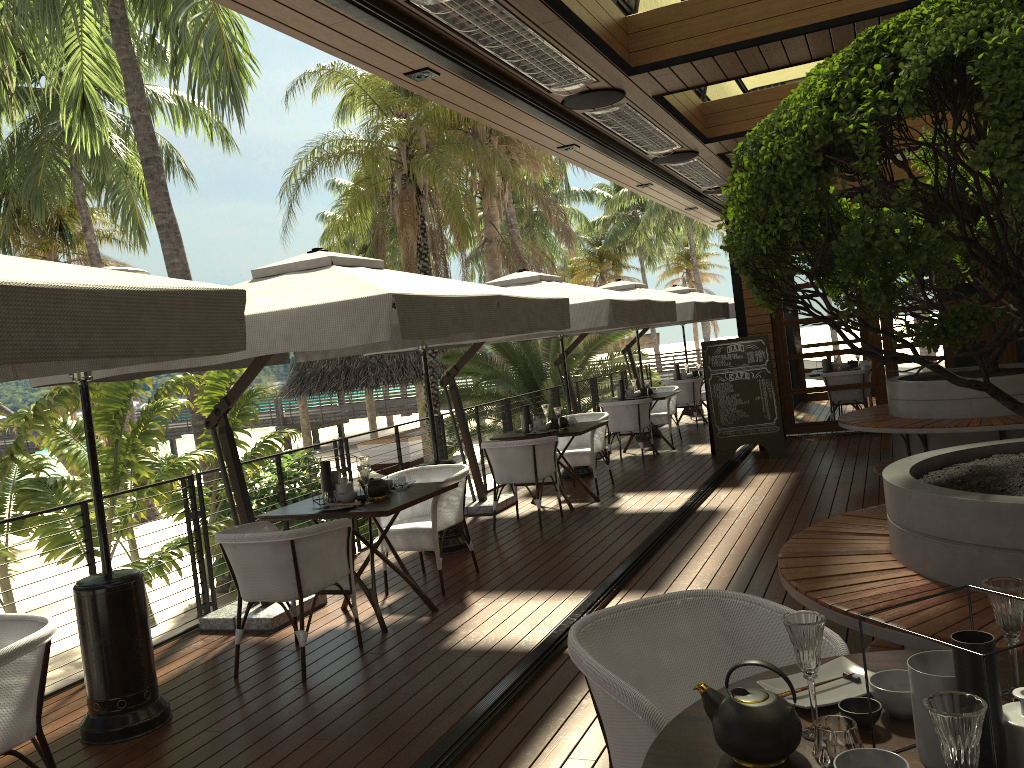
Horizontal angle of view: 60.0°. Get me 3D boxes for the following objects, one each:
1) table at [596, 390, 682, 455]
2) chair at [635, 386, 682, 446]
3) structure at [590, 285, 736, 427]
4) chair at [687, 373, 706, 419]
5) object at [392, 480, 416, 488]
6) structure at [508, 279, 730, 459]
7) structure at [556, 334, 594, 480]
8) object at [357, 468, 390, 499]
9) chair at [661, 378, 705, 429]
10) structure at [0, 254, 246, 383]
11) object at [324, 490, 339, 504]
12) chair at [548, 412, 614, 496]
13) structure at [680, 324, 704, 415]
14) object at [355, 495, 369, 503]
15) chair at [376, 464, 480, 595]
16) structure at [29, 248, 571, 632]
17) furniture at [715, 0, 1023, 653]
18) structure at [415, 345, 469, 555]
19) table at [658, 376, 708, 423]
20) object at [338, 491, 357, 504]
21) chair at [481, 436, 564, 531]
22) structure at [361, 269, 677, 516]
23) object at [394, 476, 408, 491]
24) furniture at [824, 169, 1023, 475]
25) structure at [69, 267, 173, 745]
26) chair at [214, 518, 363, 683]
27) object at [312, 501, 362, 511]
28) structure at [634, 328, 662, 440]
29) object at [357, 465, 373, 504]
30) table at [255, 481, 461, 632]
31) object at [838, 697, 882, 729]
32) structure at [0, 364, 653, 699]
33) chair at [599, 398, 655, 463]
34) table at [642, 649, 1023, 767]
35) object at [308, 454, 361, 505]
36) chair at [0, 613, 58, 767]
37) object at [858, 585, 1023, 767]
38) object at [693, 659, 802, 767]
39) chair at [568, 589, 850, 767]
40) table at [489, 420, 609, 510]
[{"bbox_3d":[1.739,0.540,11.787,0.931,0.749,0.933,-6,2,23],"label":"table"},{"bbox_3d":[2.076,0.454,12.513,0.627,0.788,0.617,-6,2,24],"label":"chair"},{"bbox_3d":[2.863,-0.501,14.856,2.412,2.332,2.416,-6,2,23],"label":"structure"},{"bbox_3d":[3.398,0.181,15.642,0.627,0.788,0.617,-6,2,24],"label":"chair"},{"bbox_3d":[-0.800,0.672,5.877,0.294,0.025,0.170,-6,2,23],"label":"object"},{"bbox_3d":[1.552,-0.230,11.751,2.412,2.332,2.416,-6,2,23],"label":"structure"},{"bbox_3d":[0.635,-0.003,10.319,0.699,2.191,0.700,-7,1,11],"label":"structure"},{"bbox_3d":[-0.846,0.613,5.498,0.163,0.179,0.168,-6,2,25],"label":"object"},{"bbox_3d":[2.753,0.312,14.180,0.627,0.788,0.617,-6,2,24],"label":"chair"},{"bbox_3d":[-2.383,0.584,2.438,2.412,2.332,2.416,-6,2,23],"label":"structure"},{"bbox_3d":[-1.102,0.694,5.398,0.086,0.086,0.086,-6,2,28],"label":"object"},{"bbox_3d":[0.743,0.730,9.360,0.627,0.788,0.617,-6,2,24],"label":"chair"},{"bbox_3d":[3.240,-0.542,16.483,0.699,2.191,0.700,-7,1,11],"label":"structure"},{"bbox_3d":[-0.901,0.695,5.337,0.080,0.042,0.080,-7,2,-15],"label":"object"},{"bbox_3d":[-0.584,1.004,6.219,0.627,0.788,0.617,-6,2,24],"label":"chair"},{"bbox_3d":[-1.072,0.313,5.542,2.412,2.332,2.416,-6,2,23],"label":"structure"},{"bbox_3d":[2.216,-0.176,3.368,2.615,2.721,2.697,-6,2,14],"label":"furniture"},{"bbox_3d":[-0.658,0.265,7.257,0.699,2.191,0.700,-7,1,11],"label":"structure"},{"bbox_3d":[3.054,0.268,14.900,0.931,0.749,0.933,-6,2,23],"label":"table"},{"bbox_3d":[-0.992,0.693,5.374,0.116,0.065,0.116,-6,2,22],"label":"object"},{"bbox_3d":[0.095,0.862,7.887,0.627,0.788,0.617,-6,2,24],"label":"chair"},{"bbox_3d":[0.240,0.041,8.647,2.412,2.332,2.416,-6,2,23],"label":"structure"},{"bbox_3d":[-0.713,0.637,5.685,0.086,0.086,0.086,-6,2,28],"label":"object"},{"bbox_3d":[4.293,-0.599,8.105,2.570,2.721,2.719,-7,2,-12],"label":"furniture"},{"bbox_3d":[-1.955,0.533,4.187,0.699,2.191,0.700,-7,1,11],"label":"structure"},{"bbox_3d":[-1.210,1.131,4.800,0.627,0.788,0.617,-6,2,24],"label":"chair"},{"bbox_3d":[-1.007,0.721,5.212,0.294,0.025,0.170,-6,2,23],"label":"object"},{"bbox_3d":[1.956,-0.276,13.443,0.699,2.191,0.700,-7,1,11],"label":"structure"},{"bbox_3d":[-0.868,0.597,5.267,0.082,0.227,0.082,-6,1,24],"label":"object"},{"bbox_3d":[-0.892,1.084,5.560,0.931,0.749,0.933,-6,2,23],"label":"table"},{"bbox_3d":[0.675,0.641,1.715,0.080,0.042,0.080,-8,2,-22],"label":"object"},{"bbox_3d":[-2.375,1.238,5.092,0.163,1.153,26.299,-6,2,23],"label":"structure"},{"bbox_3d":[1.450,0.581,11.095,0.627,0.788,0.617,-6,2,24],"label":"chair"},{"bbox_3d":[0.844,1.027,1.506,1.165,0.749,1.167,-6,2,29],"label":"table"},{"bbox_3d":[-1.125,0.600,5.617,0.264,0.264,0.263,-7,2,-22],"label":"object"},{"bbox_3d":[-1.911,1.279,3.077,0.627,0.788,0.617,-6,2,24],"label":"chair"},{"bbox_3d":[0.798,0.523,1.503,0.263,0.264,0.263,-7,2,-21],"label":"object"},{"bbox_3d":[0.449,0.601,1.650,0.163,0.179,0.168,-7,2,-18],"label":"object"},{"bbox_3d":[0.515,1.018,2.317,0.628,0.788,0.616,-7,2,-21],"label":"chair"},{"bbox_3d":[0.423,0.812,8.673,0.931,0.749,0.933,-6,2,23],"label":"table"}]
